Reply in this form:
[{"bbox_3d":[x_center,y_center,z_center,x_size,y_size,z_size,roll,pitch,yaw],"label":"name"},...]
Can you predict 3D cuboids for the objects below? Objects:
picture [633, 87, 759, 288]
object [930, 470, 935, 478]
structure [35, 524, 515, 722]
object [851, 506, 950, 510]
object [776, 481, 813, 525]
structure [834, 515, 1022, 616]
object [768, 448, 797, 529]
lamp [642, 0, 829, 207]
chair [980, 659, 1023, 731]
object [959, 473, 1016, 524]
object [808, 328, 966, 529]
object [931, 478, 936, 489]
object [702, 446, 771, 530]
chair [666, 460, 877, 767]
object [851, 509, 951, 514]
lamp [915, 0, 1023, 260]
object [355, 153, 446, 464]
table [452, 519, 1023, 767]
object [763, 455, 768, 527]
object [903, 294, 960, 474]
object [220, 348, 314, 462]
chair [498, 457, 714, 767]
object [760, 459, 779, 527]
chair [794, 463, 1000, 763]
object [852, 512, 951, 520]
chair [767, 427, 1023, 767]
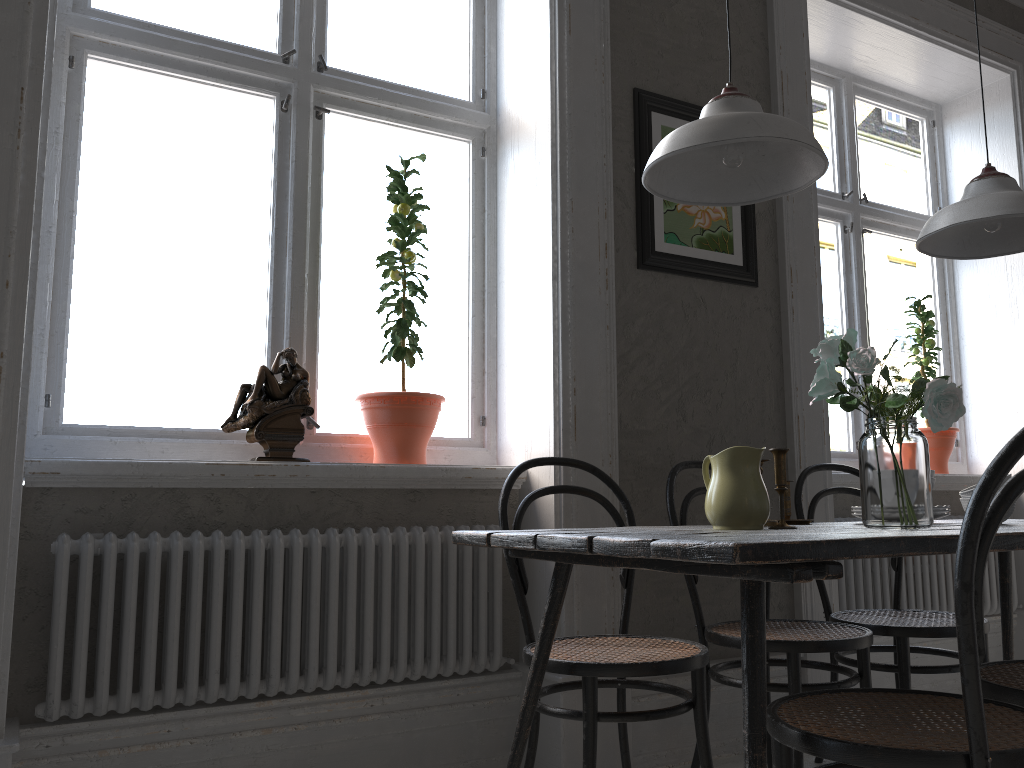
[{"bbox_3d":[0.637,-0.663,3.031,0.531,0.619,0.019,4,-9,-30],"label":"picture"},{"bbox_3d":[0.999,0.272,2.290,0.183,0.094,0.176,6,-10,-38],"label":"object"},{"bbox_3d":[-0.549,0.598,2.353,1.247,0.428,0.146,4,-9,-32],"label":"structure"},{"bbox_3d":[1.000,0.328,2.282,0.239,0.027,0.236,0,-8,-7],"label":"object"},{"bbox_3d":[0.716,0.310,2.320,0.136,0.112,0.142,-8,-11,42],"label":"object"},{"bbox_3d":[1.685,0.758,3.639,1.247,0.428,0.146,4,-9,-32],"label":"structure"},{"bbox_3d":[0.567,0.220,1.866,0.060,0.167,0.058,2,-8,-16],"label":"object"},{"bbox_3d":[0.457,-1.347,1.968,0.377,1.858,0.381,-1,-8,8],"label":"lamp"},{"bbox_3d":[1.121,0.541,1.624,0.444,0.920,0.541,3,-9,-22],"label":"chair"},{"bbox_3d":[1.140,0.275,2.123,0.129,0.119,0.123,2,-8,-14],"label":"object"},{"bbox_3d":[0.760,0.082,1.787,0.256,0.414,0.306,5,-9,-31],"label":"object"},{"bbox_3d":[0.999,0.292,2.287,0.183,0.094,0.176,6,-10,-38],"label":"object"},{"bbox_3d":[0.467,0.220,1.871,0.147,0.170,0.138,-3,-9,21],"label":"object"},{"bbox_3d":[0.712,0.659,2.435,0.446,0.920,0.538,5,-9,-32],"label":"chair"},{"bbox_3d":[1.000,0.336,2.281,0.233,0.027,0.241,-5,-9,28],"label":"object"},{"bbox_3d":[1.245,-1.290,2.421,0.385,1.858,0.373,3,-9,-22],"label":"lamp"},{"bbox_3d":[-0.337,-0.246,2.711,0.268,0.991,0.272,-2,-8,9],"label":"object"},{"bbox_3d":[0.923,0.689,2.000,1.955,0.735,0.888,4,-9,-30],"label":"table"},{"bbox_3d":[0.539,0.235,1.989,0.062,0.172,0.061,1,-8,-8],"label":"object"},{"bbox_3d":[1.848,-0.001,3.968,0.260,0.813,0.259,0,-8,-2],"label":"object"},{"bbox_3d":[-0.680,0.056,2.465,0.241,0.329,0.118,4,-9,-28],"label":"object"},{"bbox_3d":[0.224,0.623,2.150,0.444,0.920,0.541,3,-9,-22],"label":"chair"},{"bbox_3d":[0.574,0.248,2.077,0.094,0.172,0.098,-7,-11,41],"label":"object"},{"bbox_3d":[1.149,0.687,2.666,0.443,0.920,0.542,2,-8,-17],"label":"chair"},{"bbox_3d":[1.000,0.345,2.280,0.239,0.027,0.235,1,-8,-12],"label":"object"},{"bbox_3d":[0.652,0.506,1.349,0.446,0.920,0.538,5,-9,-32],"label":"chair"}]
